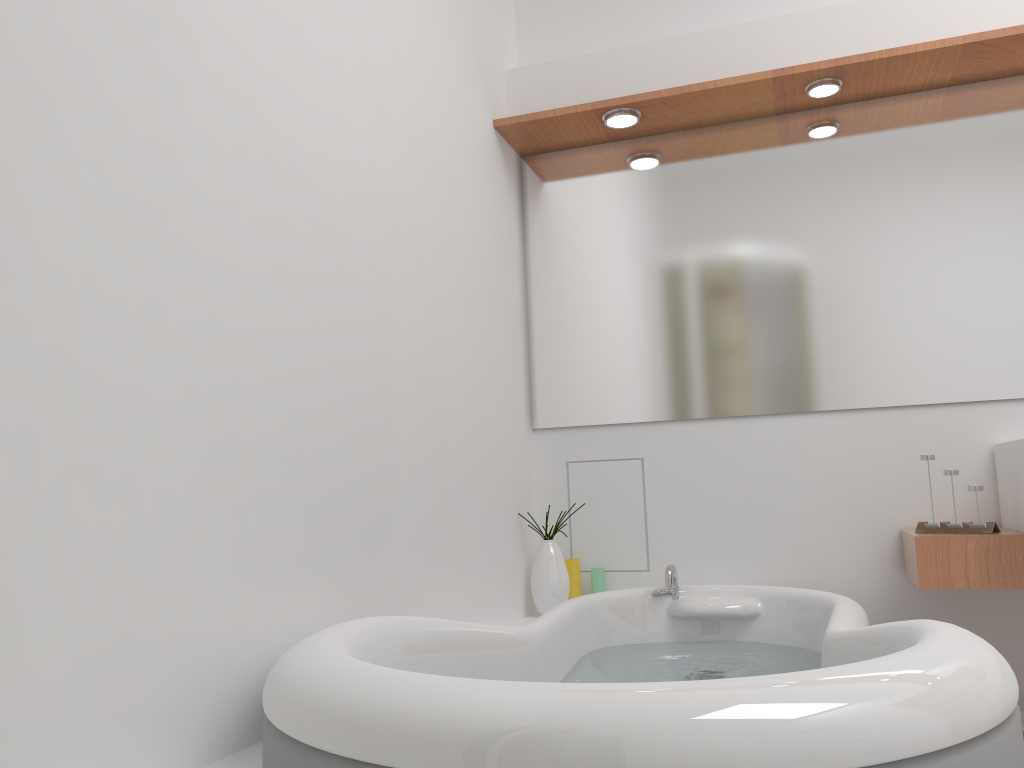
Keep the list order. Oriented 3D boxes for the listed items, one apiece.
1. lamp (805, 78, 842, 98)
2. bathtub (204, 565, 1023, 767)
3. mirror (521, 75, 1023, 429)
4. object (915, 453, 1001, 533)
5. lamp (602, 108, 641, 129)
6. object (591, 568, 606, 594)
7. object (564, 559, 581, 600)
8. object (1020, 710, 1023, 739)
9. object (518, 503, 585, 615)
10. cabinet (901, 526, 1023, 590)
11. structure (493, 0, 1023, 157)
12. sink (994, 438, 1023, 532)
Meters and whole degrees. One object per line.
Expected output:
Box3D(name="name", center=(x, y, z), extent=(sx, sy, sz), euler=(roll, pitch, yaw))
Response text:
Box3D(name="lamp", center=(0.859, -0.815, 2.445), extent=(0.098, 0.018, 0.098), euler=(-8, -9, 39))
Box3D(name="bathtub", center=(0.286, 0.726, 1.665), extent=(1.055, 0.674, 1.863), euler=(-5, -7, 18))
Box3D(name="mirror", center=(1.257, -0.395, 2.437), extent=(2.600, 0.887, 0.022), euler=(-5, -7, 18))
Box3D(name="object", center=(1.087, 0.265, 2.185), extent=(0.059, 0.203, 0.182), euler=(4, -9, -41))
Box3D(name="lamp", center=(0.321, -0.776, 2.591), extent=(0.113, 0.021, 0.113), euler=(-1, -7, -10))
Box3D(name="object", center=(0.257, 0.613, 2.630), extent=(0.038, 0.133, 0.038), euler=(3, -9, -38))
Box3D(name="object", center=(0.181, 0.607, 2.657), extent=(0.047, 0.162, 0.047), euler=(5, -10, -45))
Box3D(name="object", center=(1.254, 0.846, 2.091), extent=(0.245, 0.090, 0.245), euler=(-1, -7, -10))
Box3D(name="object", center=(0.124, 0.513, 2.572), extent=(0.215, 0.326, 0.154), euler=(4, -9, -40))
Box3D(name="cabinet", center=(1.686, 0.678, 1.977), extent=(1.635, 0.719, 0.355), euler=(-5, -7, 18))
Box3D(name="structure", center=(1.190, -0.964, 2.384), extent=(2.606, 0.240, 0.287), euler=(-5, -7, 18))
Box3D(name="sink", center=(1.511, 0.316, 1.981), extent=(0.657, 0.673, 0.552), euler=(-5, -7, 18))
